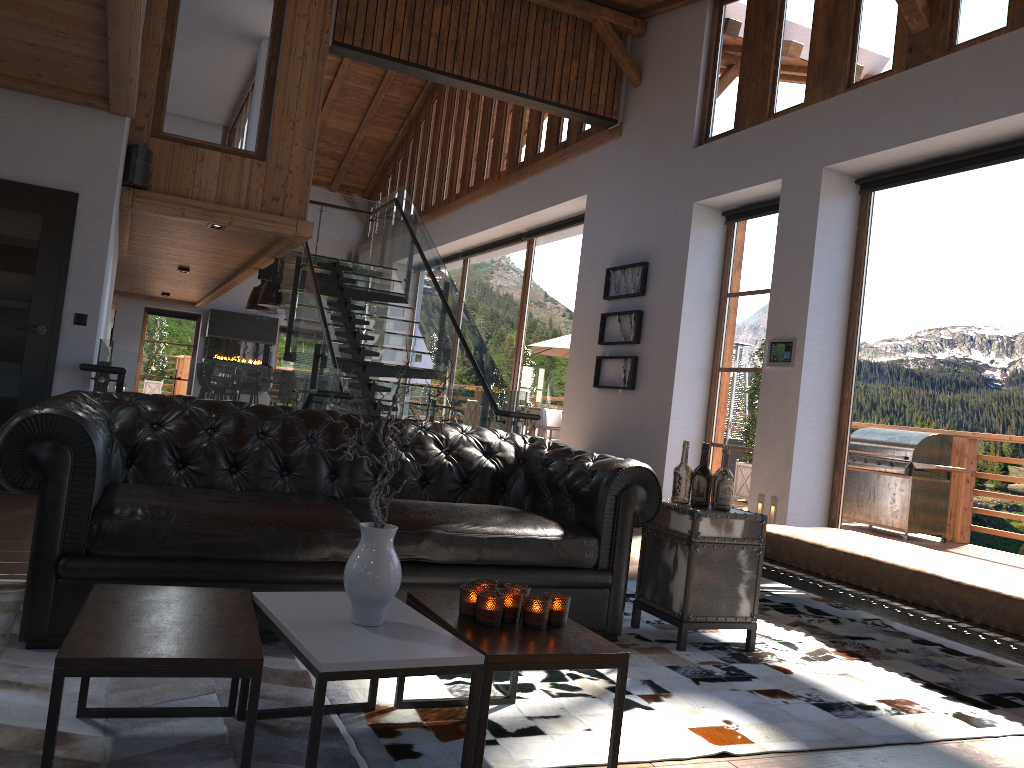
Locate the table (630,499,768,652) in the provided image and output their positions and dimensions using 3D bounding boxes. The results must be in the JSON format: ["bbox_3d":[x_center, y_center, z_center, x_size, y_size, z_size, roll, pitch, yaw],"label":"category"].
[{"bbox_3d":[0.842,0.854,4.007,0.409,0.610,0.414,8,-2,-24],"label":"table"}]

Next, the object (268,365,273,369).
[{"bbox_3d":[-4.200,-0.199,15.572,0.115,0.254,0.223,5,-2,29],"label":"object"}]

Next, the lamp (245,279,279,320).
[{"bbox_3d":[-4.413,-3.542,16.632,0.617,4.688,0.625,6,-2,21],"label":"lamp"}]

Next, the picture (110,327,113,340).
[{"bbox_3d":[-9.502,-1.106,21.044,0.067,0.451,0.554,8,-2,-24],"label":"picture"}]

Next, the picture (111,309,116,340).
[{"bbox_3d":[-8.647,-1.215,19.225,0.020,0.782,0.557,8,-2,-24],"label":"picture"}]

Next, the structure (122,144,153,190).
[{"bbox_3d":[-3.258,-1.884,7.712,0.215,0.350,0.211,8,-2,-24],"label":"structure"}]

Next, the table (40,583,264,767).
[{"bbox_3d":[-0.843,0.734,2.126,0.403,0.350,0.645,7,-2,-19],"label":"table"}]

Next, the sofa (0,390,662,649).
[{"bbox_3d":[-0.743,0.550,3.832,2.588,0.839,1.228,7,-2,-25],"label":"sofa"}]

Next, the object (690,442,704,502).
[{"bbox_3d":[0.881,0.414,4.104,0.087,0.286,0.088,6,-2,15],"label":"object"}]

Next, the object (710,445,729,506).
[{"bbox_3d":[0.967,0.423,4.072,0.088,0.286,0.087,7,-2,-12],"label":"object"}]

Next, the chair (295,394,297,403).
[{"bbox_3d":[-3.509,0.340,13.668,0.508,1.093,0.563,8,-2,-25],"label":"chair"}]

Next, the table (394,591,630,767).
[{"bbox_3d":[-0.027,0.838,2.494,0.403,0.350,0.644,7,-2,-24],"label":"table"}]

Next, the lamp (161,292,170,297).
[{"bbox_3d":[-6.864,-1.776,17.560,0.156,0.068,0.259,7,-2,-24],"label":"lamp"}]

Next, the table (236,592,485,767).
[{"bbox_3d":[-0.415,0.788,2.286,0.404,0.350,0.644,8,-2,-29],"label":"table"}]

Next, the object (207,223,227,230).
[{"bbox_3d":[-2.821,-1.533,8.479,0.156,0.068,0.259,7,-2,-24],"label":"object"}]

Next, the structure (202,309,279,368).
[{"bbox_3d":[-6.001,-0.725,19.513,1.456,1.650,0.429,8,-2,-25],"label":"structure"}]

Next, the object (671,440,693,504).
[{"bbox_3d":[0.786,0.402,4.064,0.086,0.286,0.088,5,-3,42],"label":"object"}]

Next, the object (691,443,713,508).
[{"bbox_3d":[0.865,0.410,4.007,0.087,0.286,0.088,5,-3,43],"label":"object"}]

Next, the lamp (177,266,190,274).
[{"bbox_3d":[-4.733,-1.648,12.772,0.156,0.068,0.259,7,-2,-24],"label":"lamp"}]

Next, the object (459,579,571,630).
[{"bbox_3d":[0.004,0.624,2.487,0.300,0.081,0.247,6,-2,14],"label":"object"}]

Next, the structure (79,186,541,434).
[{"bbox_3d":[-0.516,0.795,11.414,9.288,6.402,10.927,7,-2,-24],"label":"structure"}]

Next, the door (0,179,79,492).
[{"bbox_3d":[-3.494,-0.329,5.794,0.949,2.057,0.142,8,-3,-25],"label":"door"}]

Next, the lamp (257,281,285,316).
[{"bbox_3d":[-3.771,-3.503,15.191,0.617,4.688,0.625,6,-2,21],"label":"lamp"}]

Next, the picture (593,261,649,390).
[{"bbox_3d":[1.138,-0.602,9.347,0.059,1.313,0.767,8,-2,-24],"label":"picture"}]

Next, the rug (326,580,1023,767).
[{"bbox_3d":[0.927,1.144,4.069,3.839,0.053,2.410,7,-2,-24],"label":"rug"}]

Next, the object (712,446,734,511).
[{"bbox_3d":[0.948,0.418,3.956,0.088,0.286,0.087,7,-2,-14],"label":"object"}]

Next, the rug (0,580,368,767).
[{"bbox_3d":[-1.469,0.810,1.747,2.452,0.053,4.008,7,-2,-24],"label":"rug"}]

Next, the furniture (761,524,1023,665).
[{"bbox_3d":[2.206,1.109,4.444,1.185,0.437,2.735,7,-2,-24],"label":"furniture"}]

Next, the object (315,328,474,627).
[{"bbox_3d":[-0.322,0.217,2.350,0.408,0.808,0.616,7,-2,-13],"label":"object"}]
